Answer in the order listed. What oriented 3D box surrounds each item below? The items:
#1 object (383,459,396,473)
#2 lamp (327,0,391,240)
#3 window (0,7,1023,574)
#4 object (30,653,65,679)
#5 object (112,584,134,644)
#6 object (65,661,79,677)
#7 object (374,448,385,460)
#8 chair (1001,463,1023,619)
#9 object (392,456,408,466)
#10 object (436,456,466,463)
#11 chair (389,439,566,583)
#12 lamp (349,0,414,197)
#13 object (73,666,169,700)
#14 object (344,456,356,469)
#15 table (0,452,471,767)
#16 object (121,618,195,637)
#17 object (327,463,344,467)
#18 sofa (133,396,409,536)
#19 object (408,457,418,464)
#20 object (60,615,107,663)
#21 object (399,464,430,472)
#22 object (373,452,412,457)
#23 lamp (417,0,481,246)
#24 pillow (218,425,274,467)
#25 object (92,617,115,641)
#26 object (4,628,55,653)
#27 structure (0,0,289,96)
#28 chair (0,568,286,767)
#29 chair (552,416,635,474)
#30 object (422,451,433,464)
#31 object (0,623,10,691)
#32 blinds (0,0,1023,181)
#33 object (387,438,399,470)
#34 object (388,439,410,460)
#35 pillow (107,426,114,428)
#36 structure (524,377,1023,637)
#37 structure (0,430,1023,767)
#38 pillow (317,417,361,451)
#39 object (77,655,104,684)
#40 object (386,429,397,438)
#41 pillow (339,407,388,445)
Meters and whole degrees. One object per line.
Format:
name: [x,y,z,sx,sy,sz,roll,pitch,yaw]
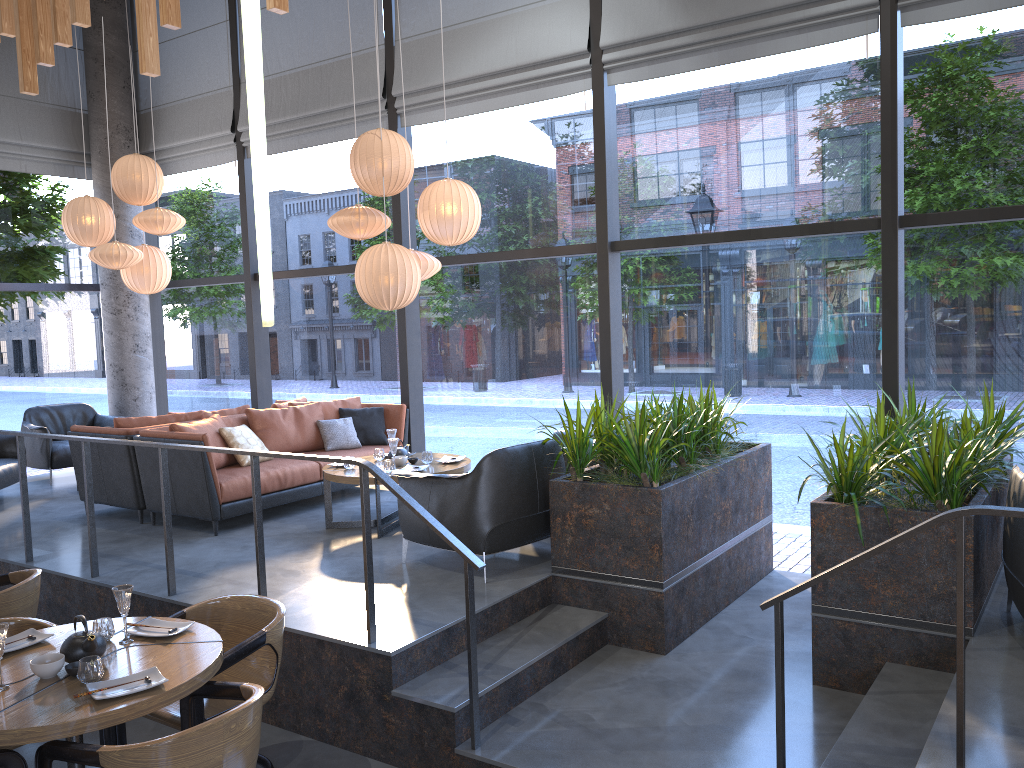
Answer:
object: [-0.857,0.577,6.215,0.086,0.086,0.086,1,5,38]
lamp: [-1.173,-2.206,6.535,0.467,2.271,0.467,-2,4,-3]
window: [-2.851,-0.962,1.642,12.739,5.897,12.900,1,5,34]
object: [-1.714,1.047,3.276,0.116,0.065,0.116,-2,4,-4]
object: [-1.574,0.936,3.602,0.082,0.227,0.082,-4,5,-23]
object: [-1.603,1.055,3.269,0.080,0.042,0.080,-5,5,-32]
object: [-1.016,0.541,6.796,0.086,0.086,0.086,-3,4,-18]
chair: [2.514,0.738,3.676,0.833,0.743,1.030,-1,4,20]
object: [-0.821,0.566,6.493,0.116,0.065,0.116,-4,5,-26]
object: [-0.464,0.567,6.580,0.170,0.025,0.294,-1,4,15]
chair: [-0.139,0.704,5.470,0.833,0.743,1.030,2,5,41]
lamp: [-0.981,-2.551,6.386,0.465,2.374,0.465,-5,5,-32]
object: [-1.381,1.066,3.120,0.294,0.025,0.170,-5,5,-36]
object: [-1.178,0.573,6.433,0.086,0.086,0.086,1,5,38]
table: [-1.298,1.319,3.497,10.659,0.968,6.876,1,5,35]
object: [-1.506,1.027,3.726,0.294,0.025,0.170,-1,4,19]
object: [-1.260,0.594,6.603,0.170,0.025,0.294,-1,4,15]
sofa: [-1.877,0.597,7.351,0.864,0.811,2.226,1,5,34]
object: [-0.731,0.570,6.557,0.080,0.042,0.080,-1,4,19]
object: [-1.646,0.978,3.398,0.163,0.179,0.168,-2,4,-2]
object: [-0.704,0.602,6.226,0.170,0.025,0.294,-1,4,15]
object: [-0.943,0.556,6.974,0.294,0.025,0.170,-4,4,-20]
lamp: [-1.356,-2.306,3.219,0.468,3.124,6.999,-1,4,15]
pillow: [-2.119,0.479,7.031,0.289,0.311,0.393,-1,4,15]
object: [-1.674,1.009,3.633,0.086,0.086,0.086,-1,4,21]
object: [-2.036,1.056,3.587,0.170,0.025,0.294,0,5,31]
structure: [-3.163,-0.841,0.063,10.399,5.894,10.127,1,5,34]
chair: [-1.597,1.556,1.837,9.749,0.759,4.352,1,5,35]
chair: [0.522,0.609,6.447,0.833,0.743,1.030,-1,4,20]
object: [-0.626,0.544,6.555,0.086,0.086,0.086,1,5,38]
object: [-1.833,0.978,3.165,0.082,0.227,0.082,-2,4,4]
blinds: [-3.994,-3.020,5.726,17.610,2.314,8.760,-3,4,-12]
object: [-0.838,0.500,6.292,0.082,0.227,0.082,-3,4,-13]
object: [-0.850,0.500,6.634,0.163,0.179,0.168,-2,4,0]
pillow: [-3.168,0.495,7.255,0.418,0.345,0.242,-3,4,-15]
structure: [-4.605,1.086,3.945,15.715,1.608,4.306,-3,4,-17]
structure: [-3.437,-0.085,0.449,11.718,4.117,9.054,1,5,34]
pillow: [-1.502,0.435,7.692,0.332,0.263,0.203,-5,5,-35]
object: [-1.522,1.035,3.201,0.086,0.086,0.086,-3,4,-8]
object: [-0.923,0.463,6.835,0.082,0.227,0.082,-1,4,16]
pillow: [-1.337,0.380,7.918,0.418,0.345,0.242,-3,4,-15]
